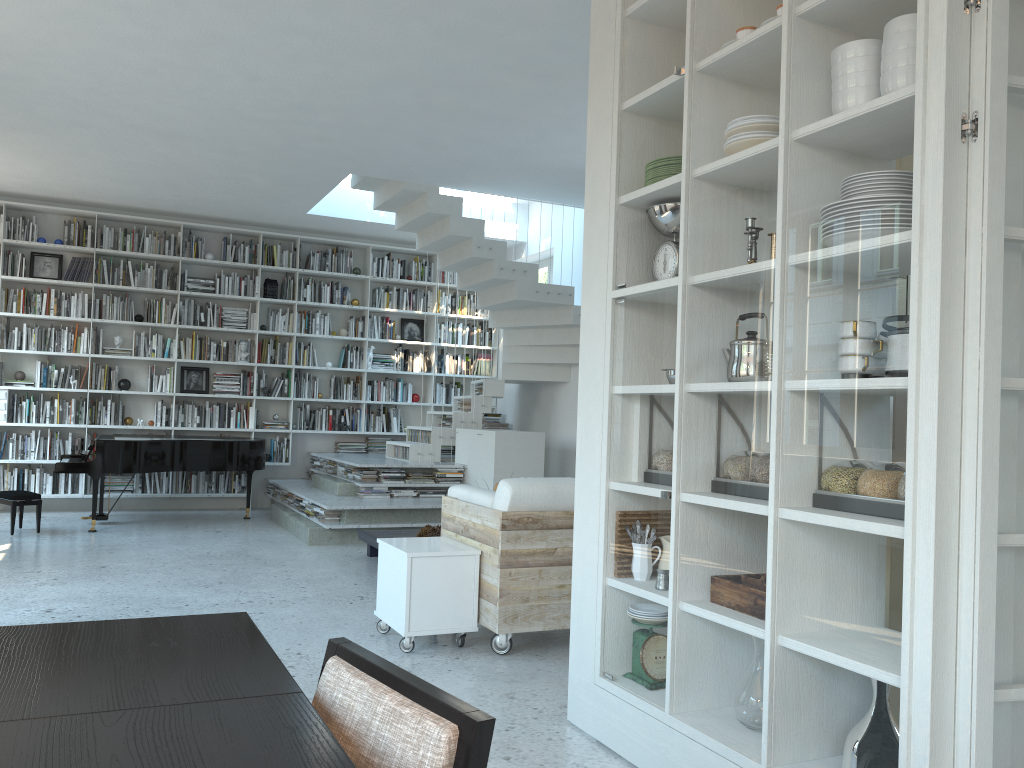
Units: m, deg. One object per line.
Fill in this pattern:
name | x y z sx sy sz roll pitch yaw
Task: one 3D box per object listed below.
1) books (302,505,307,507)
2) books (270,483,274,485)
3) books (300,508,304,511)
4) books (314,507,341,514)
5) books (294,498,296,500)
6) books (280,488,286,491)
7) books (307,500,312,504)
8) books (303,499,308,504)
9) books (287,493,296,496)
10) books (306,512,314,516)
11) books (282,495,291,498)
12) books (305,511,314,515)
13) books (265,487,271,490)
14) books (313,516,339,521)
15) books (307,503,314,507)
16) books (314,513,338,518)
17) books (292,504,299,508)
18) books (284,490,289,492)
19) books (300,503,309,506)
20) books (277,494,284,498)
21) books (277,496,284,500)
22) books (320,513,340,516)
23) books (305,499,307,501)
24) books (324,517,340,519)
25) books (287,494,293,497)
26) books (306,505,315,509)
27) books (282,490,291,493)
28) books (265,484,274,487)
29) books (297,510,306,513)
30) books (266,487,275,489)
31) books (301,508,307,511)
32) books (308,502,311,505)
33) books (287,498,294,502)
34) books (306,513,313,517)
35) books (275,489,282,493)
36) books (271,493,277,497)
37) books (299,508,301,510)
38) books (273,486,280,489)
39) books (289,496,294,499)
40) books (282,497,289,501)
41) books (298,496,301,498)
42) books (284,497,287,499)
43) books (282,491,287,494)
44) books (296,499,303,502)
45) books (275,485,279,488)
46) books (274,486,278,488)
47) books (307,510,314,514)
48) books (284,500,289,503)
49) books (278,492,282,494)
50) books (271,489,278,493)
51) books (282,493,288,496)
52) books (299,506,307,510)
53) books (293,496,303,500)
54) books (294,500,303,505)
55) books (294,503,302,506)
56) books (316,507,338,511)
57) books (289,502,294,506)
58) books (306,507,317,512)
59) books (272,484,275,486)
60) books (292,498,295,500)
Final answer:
books | -1.893 1.151 8.394 0.171 0.007 0.260 3 -2 -22
books | -2.659 1.125 10.065 0.158 0.014 0.234 3 -2 -27
books | -1.891 1.196 8.394 0.171 0.005 0.297 3 -2 -26
books | -1.634 1.120 7.846 0.156 0.027 0.287 3 -2 -30
books | -2.142 1.149 8.957 0.155 0.009 0.297 3 -2 -24
books | -2.293 1.096 9.229 0.193 0.005 0.225 3 -2 -29
books | -1.768 1.077 8.120 0.182 0.016 0.256 3 -2 -22
books | -1.880 1.117 8.400 0.141 0.028 0.222 3 -2 -30
books | -2.155 1.115 8.951 0.179 0.012 0.249 3 -2 -28
books | -1.768 1.186 8.119 0.178 0.009 0.276 3 -2 -27
books | -2.281 1.169 9.234 0.159 0.011 0.246 3 -2 -29
books | -1.774 1.178 8.117 0.191 0.006 0.275 3 -2 -23
books | -2.675 1.189 10.057 0.177 0.012 0.278 3 -2 -29
books | -1.642 1.192 7.842 0.184 0.017 0.230 3 -2 -23
books | -1.760 1.106 8.124 0.175 0.006 0.251 3 -2 -25
books | -1.647 1.160 7.840 0.187 0.017 0.205 3 -2 -20
books | -2.033 1.193 8.665 0.189 0.009 0.291 3 -2 -22
books | -2.279 1.105 9.235 0.174 0.011 0.227 3 -2 -26
books | -1.895 1.139 8.393 0.180 0.017 0.182 3 -2 -28
books | -2.413 1.200 9.516 0.172 0.014 0.221 3 -2 -24
books | -2.420 1.220 9.512 0.177 0.026 0.230 3 -2 -22
books | -1.617 1.143 7.854 0.137 0.019 0.224 3 -2 -24
books | -1.882 1.097 8.399 0.139 0.013 0.288 3 -2 -20
books | -1.614 1.178 7.855 0.132 0.014 0.205 3 -2 -25
books | -2.152 1.128 8.952 0.165 0.014 0.235 3 -2 -30
books | -1.768 1.124 8.120 0.168 0.013 0.281 3 -2 -30
books | -2.282 1.118 9.233 0.171 0.015 0.253 3 -2 -28
books | -2.679 1.155 10.055 0.191 0.013 0.243 3 -2 -29
books | -1.906 1.209 8.387 0.193 0.005 0.225 3 -2 -29
books | -2.672 1.179 10.058 0.188 0.009 0.211 3 -2 -26
books | -1.894 1.181 8.393 0.180 0.008 0.267 3 -2 -26
books | -1.768 1.090 8.120 0.178 0.010 0.196 3 -2 -20
books | -2.155 1.172 8.950 0.182 0.013 0.287 3 -2 -24
books | -1.778 1.198 8.114 0.191 0.016 0.209 3 -2 -20
books | -2.418 1.146 9.514 0.180 0.015 0.294 3 -2 -27
books | -2.549 1.225 9.792 0.189 0.030 0.237 3 -2 -25
books | -2.014 1.211 8.674 0.142 0.012 0.291 3 -2 -21
books | -2.538 1.148 9.798 0.160 0.009 0.291 3 -2 -23
books | -2.146 1.140 8.955 0.169 0.009 0.241 3 -2 -25
books | -2.281 1.200 9.233 0.159 0.012 0.292 3 -2 -28
books | -2.011 1.095 8.676 0.160 0.008 0.239 3 -2 -24
books | -2.276 1.189 9.236 0.165 0.012 0.205 3 -2 -25
books | -2.290 1.133 9.230 0.182 0.016 0.199 3 -2 -20
books | -2.010 1.137 8.676 0.142 0.017 0.239 3 -2 -29
books | -2.524 1.132 9.804 0.135 0.014 0.297 3 -2 -24
books | -2.529 1.142 9.802 0.126 0.005 0.290 3 -2 -30
books | -1.760 1.173 8.123 0.170 0.006 0.268 3 -2 -25
books | -2.278 1.221 9.235 0.157 0.014 0.180 3 -2 -28
books | -2.416 1.164 9.515 0.171 0.020 0.193 3 -2 -21
books | -2.555 1.184 9.789 0.191 0.028 0.212 3 -2 -21
books | -2.284 1.146 9.232 0.169 0.009 0.241 3 -2 -29
books | -1.899 1.170 8.391 0.189 0.013 0.215 3 -2 -27
books | -2.021 1.113 8.672 0.170 0.014 0.281 3 -2 -28
books | -2.021 1.158 8.671 0.160 0.025 0.244 3 -2 -30
books | -2.023 1.175 8.670 0.177 0.011 0.220 3 -2 -23
books | -1.634 1.099 7.847 0.165 0.015 0.243 3 -2 -21
books | -2.154 1.210 8.951 0.161 0.008 0.254 3 -2 -20
books | -1.770 1.148 8.118 0.191 0.015 0.246 3 -2 -24
books | -2.647 1.141 10.071 0.133 0.017 0.231 3 -2 -24
books | -2.134 1.160 8.960 0.140 0.013 0.180 3 -2 -24
